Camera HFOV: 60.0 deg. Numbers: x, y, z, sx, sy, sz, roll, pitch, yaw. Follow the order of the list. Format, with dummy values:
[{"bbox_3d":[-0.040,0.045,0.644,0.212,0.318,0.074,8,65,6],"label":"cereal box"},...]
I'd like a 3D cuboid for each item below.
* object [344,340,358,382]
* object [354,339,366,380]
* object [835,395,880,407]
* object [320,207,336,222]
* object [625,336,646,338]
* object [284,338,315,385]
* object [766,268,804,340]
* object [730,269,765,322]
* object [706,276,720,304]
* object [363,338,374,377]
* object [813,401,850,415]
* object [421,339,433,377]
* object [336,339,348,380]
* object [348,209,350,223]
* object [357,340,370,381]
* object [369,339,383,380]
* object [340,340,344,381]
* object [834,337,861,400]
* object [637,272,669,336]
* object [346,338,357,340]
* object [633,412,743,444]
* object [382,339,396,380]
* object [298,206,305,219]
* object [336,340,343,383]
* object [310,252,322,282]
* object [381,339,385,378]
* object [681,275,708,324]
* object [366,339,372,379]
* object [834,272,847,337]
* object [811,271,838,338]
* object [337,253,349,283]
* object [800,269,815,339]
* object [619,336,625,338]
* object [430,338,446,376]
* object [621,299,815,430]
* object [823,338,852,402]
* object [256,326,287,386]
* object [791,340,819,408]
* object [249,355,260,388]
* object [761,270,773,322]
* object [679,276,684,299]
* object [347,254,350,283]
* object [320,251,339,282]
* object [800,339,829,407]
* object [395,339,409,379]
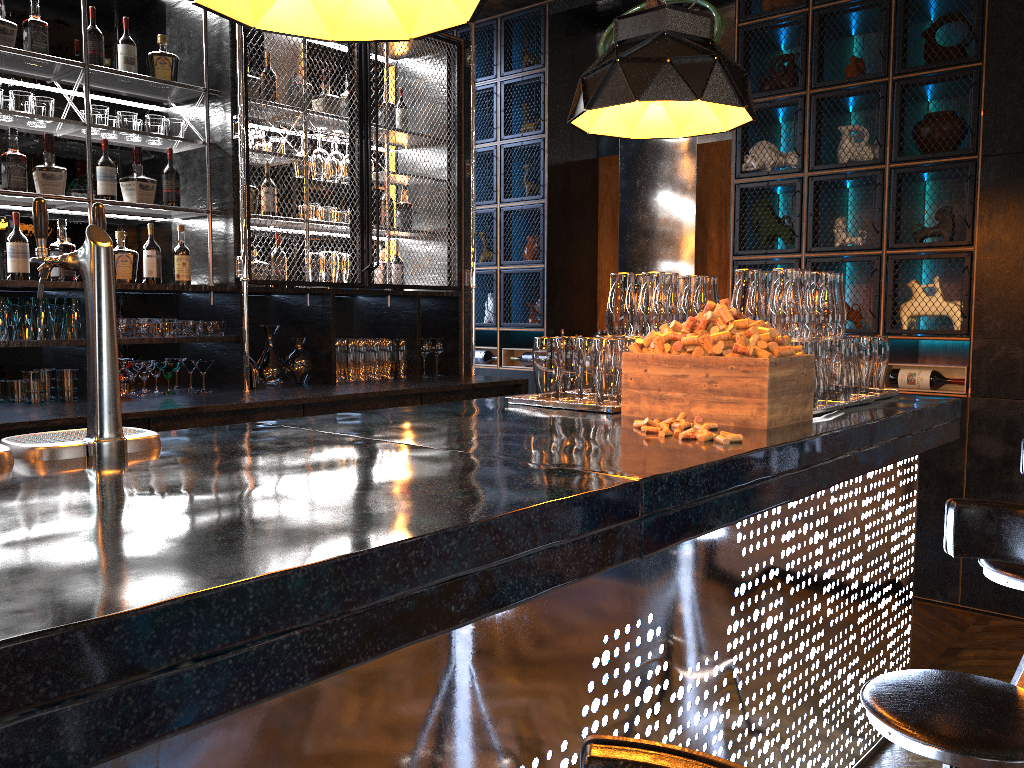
[{"bbox_3d":[-0.890,-0.126,4.899,0.079,0.231,0.079,4,6,37],"label":"object"},{"bbox_3d":[-0.864,-0.139,5.056,0.079,0.231,0.079,-4,6,-39],"label":"object"},{"bbox_3d":[0.953,0.044,2.940,0.437,0.019,0.273,4,6,41],"label":"object"},{"bbox_3d":[-1.025,-0.938,4.954,0.089,0.092,0.089,4,6,42],"label":"object"},{"bbox_3d":[0.414,-0.055,2.947,0.105,0.209,0.105,-2,5,-24],"label":"object"},{"bbox_3d":[-1.132,-0.121,4.725,0.158,0.248,0.158,4,6,35],"label":"object"},{"bbox_3d":[0.806,-0.236,2.615,0.105,0.209,0.105,-2,5,-24],"label":"object"},{"bbox_3d":[0.712,-0.242,2.685,0.105,0.209,0.105,-2,5,-24],"label":"object"},{"bbox_3d":[0.697,-0.284,3.189,0.105,0.209,0.105,-2,5,-24],"label":"object"},{"bbox_3d":[-0.843,-0.152,5.220,0.079,0.231,0.079,0,5,-1],"label":"object"},{"bbox_3d":[0.773,0.061,2.722,0.437,0.019,0.273,4,6,41],"label":"object"},{"bbox_3d":[-0.525,-0.155,5.303,0.101,0.227,0.101,2,5,19],"label":"object"},{"bbox_3d":[-0.971,-0.141,5.081,0.079,0.231,0.079,-1,5,-16],"label":"object"},{"bbox_3d":[-0.885,-0.943,5.021,0.089,0.092,0.089,2,5,25],"label":"object"},{"bbox_3d":[-0.836,-0.131,4.964,0.079,0.231,0.079,2,5,17],"label":"object"},{"bbox_3d":[-0.771,-0.137,5.037,0.079,0.231,0.079,-2,5,-22],"label":"object"},{"bbox_3d":[-0.976,-0.129,4.935,0.079,0.231,0.079,2,5,21],"label":"object"},{"bbox_3d":[1.080,-0.048,2.888,0.105,0.209,0.105,-2,5,-24],"label":"object"},{"bbox_3d":[0.461,-0.261,2.900,0.105,0.209,0.105,-2,5,-24],"label":"object"},{"bbox_3d":[-0.947,-0.154,5.234,0.079,0.231,0.079,-2,5,-23],"label":"object"},{"bbox_3d":[0.424,0.106,2.156,0.198,0.045,0.377,-1,5,-10],"label":"object"},{"bbox_3d":[-0.709,-0.142,5.103,0.079,0.231,0.079,-1,5,-13],"label":"object"},{"bbox_3d":[-1.134,-0.934,4.896,0.089,0.092,0.089,1,5,8],"label":"object"},{"bbox_3d":[-0.956,-0.120,4.821,0.079,0.231,0.079,-1,5,-13],"label":"object"},{"bbox_3d":[-1.101,-0.631,4.972,0.105,0.209,0.105,2,5,26],"label":"object"},{"bbox_3d":[-0.745,-0.150,5.199,0.079,0.231,0.079,2,5,21],"label":"object"},{"bbox_3d":[0.641,-0.278,3.118,0.105,0.209,0.105,-2,5,-24],"label":"object"},{"bbox_3d":[-0.809,-0.145,5.128,0.079,0.231,0.079,4,6,43],"label":"object"},{"bbox_3d":[1.042,-0.259,2.904,0.105,0.209,0.105,-2,5,-24],"label":"object"},{"bbox_3d":[0.986,-0.254,2.833,0.105,0.209,0.105,-2,5,-24],"label":"object"},{"bbox_3d":[-0.977,-0.636,5.034,0.105,0.209,0.105,2,5,26],"label":"object"},{"bbox_3d":[0.863,-0.242,2.687,0.105,0.209,0.105,-2,5,-24],"label":"object"},{"bbox_3d":[0.393,-0.069,3.120,0.105,0.209,0.105,-2,5,-24],"label":"object"},{"bbox_3d":[-0.461,-0.166,5.437,0.101,0.227,0.101,2,5,19],"label":"object"},{"bbox_3d":[0.583,-0.071,2.469,0.464,0.332,0.340,5,7,44],"label":"object"},{"bbox_3d":[1.017,-0.041,2.796,0.105,0.209,0.105,-2,5,-24],"label":"object"},{"bbox_3d":[-1.267,-0.149,4.654,0.170,0.313,0.170,4,6,35],"label":"object"},{"bbox_3d":[0.837,-0.024,2.578,0.105,0.209,0.105,-2,5,-24],"label":"object"},{"bbox_3d":[-1.385,-0.136,4.521,0.186,0.307,0.186,-4,6,-43],"label":"object"},{"bbox_3d":[0.782,-0.249,2.773,0.105,0.209,0.105,-2,5,-24],"label":"object"},{"bbox_3d":[0.617,-0.291,3.275,0.105,0.209,0.105,-2,5,-24],"label":"object"},{"bbox_3d":[-0.934,-0.646,5.156,0.105,0.209,0.105,2,5,26],"label":"object"},{"bbox_3d":[-1.009,-0.625,4.902,0.105,0.209,0.105,2,5,26],"label":"object"},{"bbox_3d":[0.901,-0.031,2.670,0.105,0.209,0.105,-2,5,-24],"label":"object"},{"bbox_3d":[-0.642,-0.148,5.181,0.079,0.231,0.079,4,6,37],"label":"object"}]
